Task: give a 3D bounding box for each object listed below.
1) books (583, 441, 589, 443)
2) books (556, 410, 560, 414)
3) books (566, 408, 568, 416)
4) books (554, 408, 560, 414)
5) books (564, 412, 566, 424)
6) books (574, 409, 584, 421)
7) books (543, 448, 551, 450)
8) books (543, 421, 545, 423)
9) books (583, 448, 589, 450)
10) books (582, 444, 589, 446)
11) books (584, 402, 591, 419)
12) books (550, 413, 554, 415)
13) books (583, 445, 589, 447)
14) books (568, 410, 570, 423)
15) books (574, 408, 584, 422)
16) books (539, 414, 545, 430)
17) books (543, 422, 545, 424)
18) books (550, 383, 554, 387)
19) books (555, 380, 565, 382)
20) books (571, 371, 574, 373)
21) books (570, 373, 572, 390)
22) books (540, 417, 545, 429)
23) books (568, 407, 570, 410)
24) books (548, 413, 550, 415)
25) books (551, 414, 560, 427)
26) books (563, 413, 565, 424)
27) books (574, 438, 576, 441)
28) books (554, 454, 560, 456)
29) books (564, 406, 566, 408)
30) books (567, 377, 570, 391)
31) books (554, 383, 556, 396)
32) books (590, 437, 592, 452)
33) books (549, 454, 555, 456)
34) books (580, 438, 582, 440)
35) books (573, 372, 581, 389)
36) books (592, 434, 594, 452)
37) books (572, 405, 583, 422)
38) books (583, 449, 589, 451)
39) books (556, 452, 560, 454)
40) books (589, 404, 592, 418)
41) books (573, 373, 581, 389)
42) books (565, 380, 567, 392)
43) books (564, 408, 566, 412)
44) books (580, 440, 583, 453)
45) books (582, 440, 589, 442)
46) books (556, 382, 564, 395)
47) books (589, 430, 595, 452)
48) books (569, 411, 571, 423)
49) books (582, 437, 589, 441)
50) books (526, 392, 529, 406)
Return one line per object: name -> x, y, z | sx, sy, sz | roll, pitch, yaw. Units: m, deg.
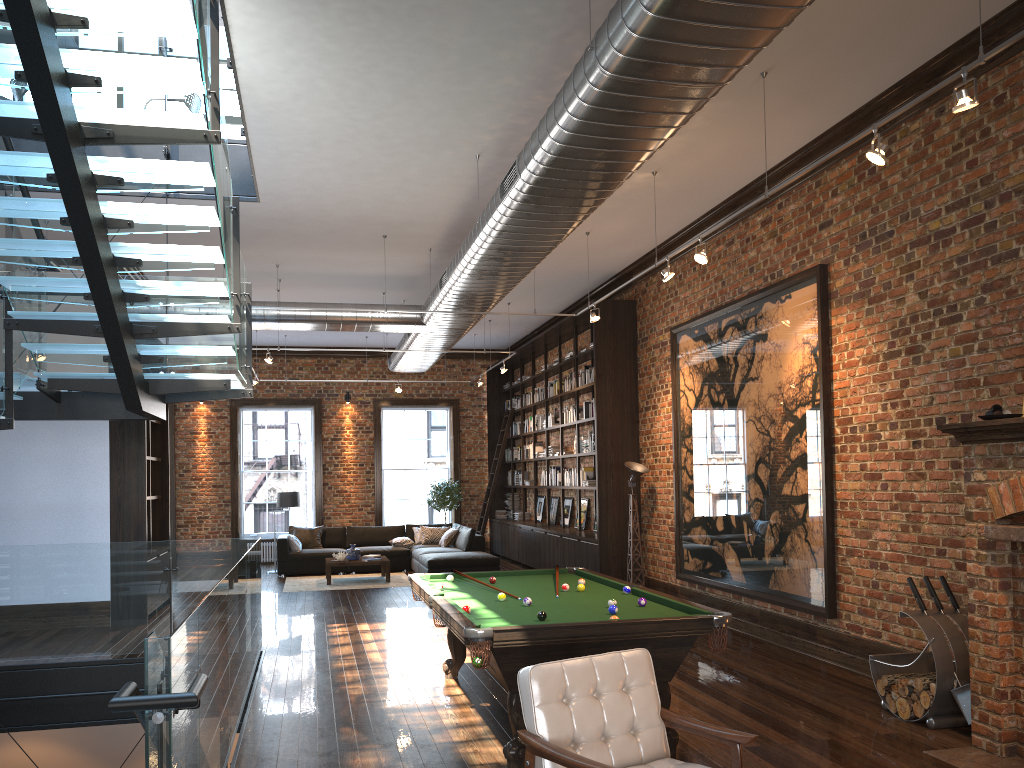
books -> 1.210, 0.891, 13.637 | 0.161, 0.012, 0.314 | 0, -6, -11
books -> 0.832, 0.601, 15.311 | 0.133, 0.299, 0.012 | -1, -1, -13
books -> 0.977, 0.534, 14.570 | 0.166, 0.268, 0.011 | 0, -1, -13
books -> 0.812, 0.585, 15.320 | 0.155, 0.333, 0.014 | -1, -1, -13
books -> 0.956, 0.570, 14.617 | 0.181, 0.207, 0.030 | 0, -1, -13
books -> 1.086, 0.510, 14.099 | 0.182, 0.218, 0.051 | 0, -2, -13
books -> 0.687, 1.149, 15.698 | 0.207, 0.008, 0.329 | 0, -6, -8
books -> 0.676, 0.676, 15.946 | 0.159, 0.024, 0.334 | 0, -6, -11
books -> 1.211, 1.000, 13.639 | 0.161, 0.012, 0.314 | 0, -6, -11
books -> 1.209, 0.939, 13.636 | 0.159, 0.012, 0.353 | 1, -6, -15
books -> 1.205, 0.403, 13.369 | 0.245, 0.265, 0.038 | 0, -1, -13
books -> 0.760, 0.641, 15.536 | 0.184, 0.269, 0.027 | 0, -1, -13
books -> 1.205, 0.951, 13.635 | 0.161, 0.012, 0.317 | 0, -6, -9
books -> 0.991, 0.540, 14.500 | 0.160, 0.241, 0.031 | 0, -1, -13
books -> 1.071, 0.505, 14.125 | 0.171, 0.237, 0.058 | 0, -2, -13
books -> 0.585, 0.709, 16.293 | 0.175, 0.302, 0.067 | -1, -2, -13
books -> 0.672, 0.700, 15.944 | 0.161, 0.025, 0.299 | 1, -6, -16
books -> 0.756, 0.126, 15.455 | 0.180, 0.270, 0.011 | 0, -1, -13
books -> 0.824, 0.085, 15.214 | 0.181, 0.297, 0.009 | 0, -1, -13
books -> 1.037, -0.036, 14.269 | 0.183, 0.329, 0.008 | -1, -1, -13
books -> 1.024, -0.023, 14.253 | 0.183, 0.299, 0.018 | 0, -1, -13
books -> 0.612, 0.717, 16.123 | 0.191, 0.248, 0.024 | 0, -1, -13
books -> 0.998, 0.517, 14.545 | 0.138, 0.295, 0.024 | -1, -1, -13
books -> 0.708, 0.652, 15.697 | 0.190, 0.283, 0.013 | 0, -1, -13
books -> 0.803, 0.628, 15.254 | 0.272, 0.240, 0.083 | 0, -2, -13
books -> 0.922, 0.583, 14.742 | 0.223, 0.208, 0.065 | 0, -2, -13
books -> 1.084, 0.994, 14.170 | 0.174, 0.264, 0.026 | 0, -1, -13
books -> 0.846, 1.215, 15.106 | 0.204, 0.035, 0.268 | 0, -6, -12
books -> 0.927, 0.536, 14.836 | 0.142, 0.323, 0.116 | -1, -2, -13
books -> 0.993, 0.014, 14.400 | 0.184, 0.258, 0.032 | 0, -1, -13
books -> 0.812, 0.111, 15.184 | 0.191, 0.239, 0.008 | 0, -1, -13
books -> 1.262, 0.917, 13.349 | 0.179, 0.236, 0.036 | 0, -1, -13
books -> 0.787, 1.228, 15.343 | 0.244, 0.025, 0.161 | 0, -6, -14
books -> 1.133, 0.976, 13.920 | 0.158, 0.245, 0.013 | 0, -1, -13
books -> 1.068, -0.036, 14.124 | 0.188, 0.296, 0.015 | 0, -1, -13
books -> 1.281, 0.887, 13.282 | 0.167, 0.281, 0.072 | -1, -2, -13
books -> 1.050, 0.485, 14.202 | 0.183, 0.284, 0.034 | 0, -1, -13
books -> 1.207, 1.013, 13.638 | 0.161, 0.012, 0.316 | 0, -6, -10
books -> 0.855, 1.174, 15.110 | 0.173, 0.017, 0.239 | 0, -6, -9
books -> 1.249, 0.412, 13.300 | 0.187, 0.229, 0.035 | 0, -1, -13
books -> 1.065, -0.028, 14.111 | 0.180, 0.278, 0.009 | 0, -1, -13
books -> 0.965, 0.046, 14.560 | 0.174, 0.229, 0.014 | 0, -1, -13
books -> 0.948, 0.540, 14.696 | 0.159, 0.284, 0.014 | -1, -1, -13
books -> 1.136, 0.982, 13.863 | 0.184, 0.221, 0.033 | 0, -1, -13
books -> 1.210, 0.879, 13.638 | 0.159, 0.012, 0.352 | 0, -6, -14
books -> 0.849, 0.090, 15.067 | 0.190, 0.254, 0.062 | 0, -2, -13
books -> 1.248, 0.868, 13.372 | 0.180, 0.338, 0.013 | -1, -1, -13
books -> 1.014, 0.540, 14.355 | 0.181, 0.208, 0.024 | 0, -1, -13
books -> 1.172, 0.955, 13.837 | 0.137, 0.267, 0.034 | -1, -1, -13
books -> 0.350, 0.314, 17.265 | 0.163, 0.296, 0.029 | -1, -1, -13
